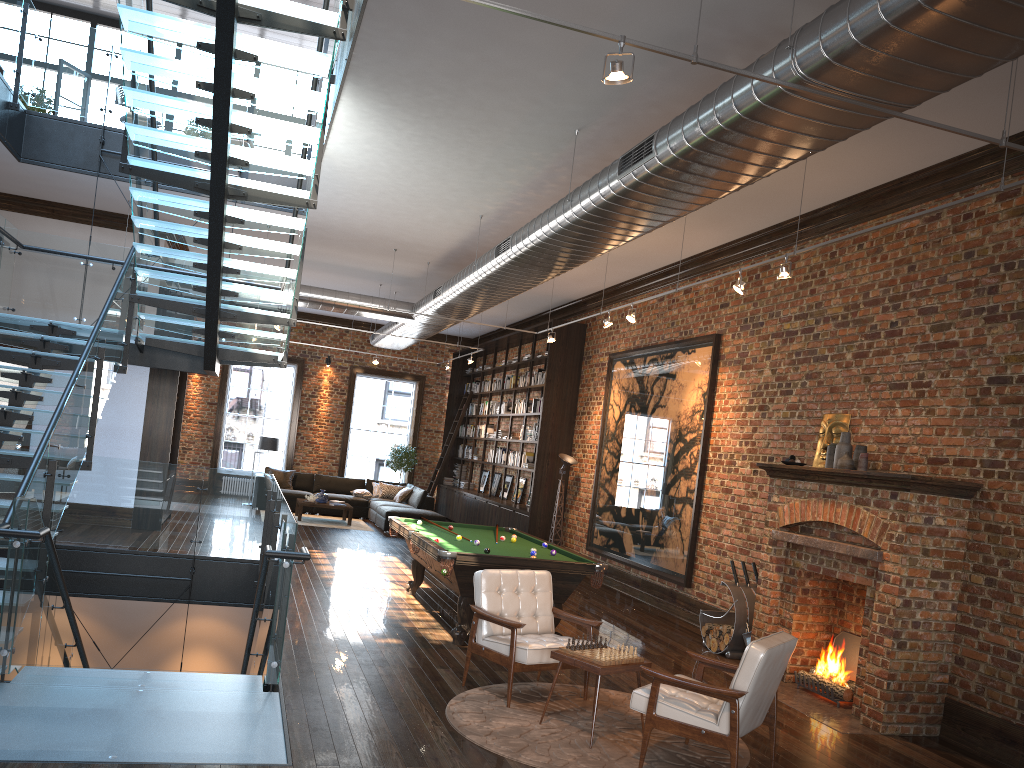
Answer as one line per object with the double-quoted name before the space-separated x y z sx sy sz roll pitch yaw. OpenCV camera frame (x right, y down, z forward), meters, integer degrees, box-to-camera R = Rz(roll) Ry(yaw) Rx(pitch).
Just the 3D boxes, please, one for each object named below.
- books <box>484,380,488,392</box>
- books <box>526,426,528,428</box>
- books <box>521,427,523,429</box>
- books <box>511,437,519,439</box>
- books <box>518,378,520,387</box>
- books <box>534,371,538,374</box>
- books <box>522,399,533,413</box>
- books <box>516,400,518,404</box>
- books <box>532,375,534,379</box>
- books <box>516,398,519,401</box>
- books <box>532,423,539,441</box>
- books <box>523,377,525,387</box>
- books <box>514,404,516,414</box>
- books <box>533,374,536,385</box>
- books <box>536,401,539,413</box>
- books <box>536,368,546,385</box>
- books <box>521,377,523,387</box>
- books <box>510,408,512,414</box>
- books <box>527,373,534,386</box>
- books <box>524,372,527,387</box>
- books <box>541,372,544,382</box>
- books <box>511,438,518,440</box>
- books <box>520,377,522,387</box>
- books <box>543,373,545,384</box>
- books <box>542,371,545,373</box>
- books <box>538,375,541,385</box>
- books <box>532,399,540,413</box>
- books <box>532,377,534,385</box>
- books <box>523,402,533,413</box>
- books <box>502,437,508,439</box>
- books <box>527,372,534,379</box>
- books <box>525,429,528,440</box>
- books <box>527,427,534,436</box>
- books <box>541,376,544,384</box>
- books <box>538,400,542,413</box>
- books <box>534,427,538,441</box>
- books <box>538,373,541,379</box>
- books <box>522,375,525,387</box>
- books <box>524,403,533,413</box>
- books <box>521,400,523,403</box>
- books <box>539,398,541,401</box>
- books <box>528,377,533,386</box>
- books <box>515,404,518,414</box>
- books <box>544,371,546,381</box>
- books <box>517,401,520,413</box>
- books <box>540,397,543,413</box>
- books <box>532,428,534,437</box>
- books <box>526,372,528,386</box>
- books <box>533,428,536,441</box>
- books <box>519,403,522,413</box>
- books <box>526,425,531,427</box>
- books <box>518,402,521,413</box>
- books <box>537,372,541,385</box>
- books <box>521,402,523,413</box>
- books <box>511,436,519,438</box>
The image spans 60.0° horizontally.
"books" -0.543 0.069 19.954 0.164 0.297 0.029 7 0 -17
"books" 0.283 0.941 16.777 0.184 0.273 0.015 7 0 -17
"books" 0.251 0.955 16.943 0.174 0.264 0.026 7 0 -17
"books" 0.029 1.067 17.512 0.161 0.009 0.254 8 -5 -17
"books" 0.218 0.000 17.374 0.183 0.206 0.053 7 0 -17
"books" 0.479 -0.079 16.565 0.150 0.294 0.032 7 0 -17
"books" 0.287 0.444 16.958 0.184 0.285 0.034 7 0 -17
"books" 0.152 0.467 17.445 0.160 0.285 0.014 7 0 -17
"books" 0.460 -0.041 16.593 0.172 0.219 0.027 7 0 -17
"books" 0.125 0.455 17.583 0.143 0.324 0.116 7 0 -16
"books" 0.473 0.881 16.157 0.180 0.339 0.013 7 0 -17
"books" 0.315 -0.014 17.030 0.189 0.201 0.020 7 0 -17
"books" 0.119 0.505 17.490 0.224 0.209 0.064 7 0 -17
"books" 0.493 -0.059 16.464 0.185 0.242 0.030 7 0 -17
"books" 0.542 0.431 16.074 0.187 0.230 0.035 7 0 -17
"books" 0.547 -0.111 16.298 0.181 0.332 0.016 7 0 -17
"books" 0.268 -0.014 17.268 0.164 0.226 0.032 7 0 -17
"books" 0.083 0.484 17.610 0.191 0.260 0.093 7 0 -17
"books" 0.378 -0.060 16.856 0.181 0.279 0.009 7 0 -17
"books" 0.329 -0.065 16.994 0.183 0.299 0.018 7 0 -17
"books" 0.608 -0.077 16.112 0.165 0.257 0.099 7 0 -17
"books" 0.021 1.083 17.510 0.161 0.009 0.254 8 -5 -12
"books" 0.245 -0.016 17.298 0.174 0.229 0.014 7 0 -17
"books" 0.656 -0.073 15.915 0.183 0.220 0.010 7 0 -17
"books" 0.609 -0.087 16.170 0.153 0.279 0.013 7 0 -17
"books" 0.573 -0.052 16.182 0.190 0.202 0.027 7 0 -17
"books" 0.495 0.413 16.138 0.246 0.265 0.037 7 0 -17
"books" 0.467 -0.028 16.516 0.190 0.182 0.025 7 0 -17
"books" 0.308 0.469 16.884 0.172 0.237 0.057 7 0 -17
"books" -0.063 1.108 17.864 0.205 0.035 0.267 8 -5 -15
"books" 0.381 -0.068 16.869 0.189 0.297 0.014 7 0 -17
"books" 0.320 0.961 16.640 0.184 0.221 0.033 7 0 -17
"books" 0.361 0.941 16.616 0.138 0.267 0.034 7 0 -17
"books" 0.631 -0.070 15.991 0.169 0.232 0.146 7 -1 -16
"books" 0.574 0.423 15.979 0.190 0.240 0.016 7 0 -17
"books" 0.508 0.907 16.069 0.167 0.282 0.072 7 0 -17
"books" 0.566 -0.066 16.232 0.172 0.236 0.025 7 0 -17
"books" 0.285 -0.038 17.140 0.185 0.258 0.032 7 0 -17
"books" 0.324 0.478 16.859 0.182 0.218 0.050 7 0 -17
"books" 0.246 0.458 17.189 0.155 0.284 0.015 7 0 -17
"books" 0.564 0.410 16.121 0.160 0.285 0.014 7 0 -17
"books" 0.393 -0.025 16.806 0.188 0.208 0.051 7 0 -17
"books" 0.161 0.500 17.367 0.181 0.208 0.030 7 0 -17
"books" 0.670 -0.088 15.894 0.189 0.252 0.018 7 0 -17
"books" 0.188 0.469 17.322 0.166 0.269 0.011 7 0 -17
"books" 0.607 0.392 15.885 0.181 0.294 0.025 7 0 -17
"books" 0.468 0.901 16.170 0.184 0.300 0.013 7 0 -17
"books" 0.363 -0.070 16.930 0.183 0.307 0.009 7 0 -17
"books" 0.481 0.932 16.136 0.179 0.236 0.036 7 0 -17
"books" 0.236 0.488 17.110 0.181 0.209 0.024 7 0 -17
"books" 0.277 0.939 16.894 0.154 0.295 0.016 7 0 -17
"books" 0.205 0.480 17.253 0.160 0.241 0.031 7 0 -17
"books" 0.560 -0.078 16.251 0.168 0.262 0.016 7 0 -17
"books" 0.273 0.471 17.024 0.186 0.238 0.035 7 0 -17
"books" 0.029 1.048 17.511 0.161 0.009 0.254 8 -5 -14
